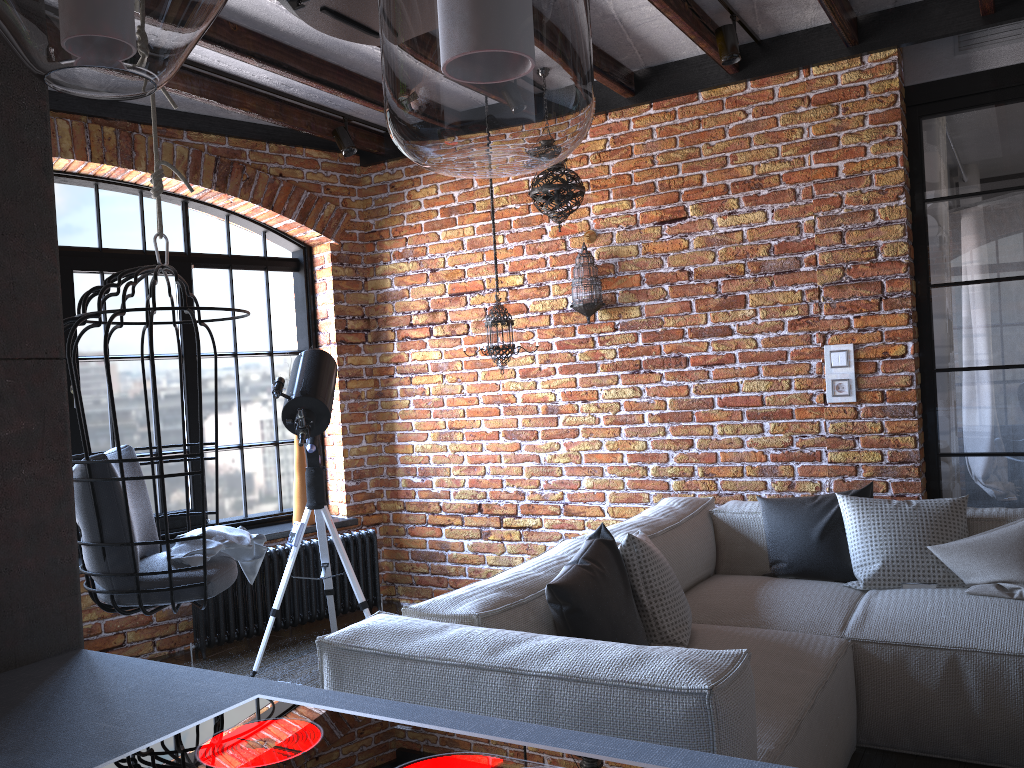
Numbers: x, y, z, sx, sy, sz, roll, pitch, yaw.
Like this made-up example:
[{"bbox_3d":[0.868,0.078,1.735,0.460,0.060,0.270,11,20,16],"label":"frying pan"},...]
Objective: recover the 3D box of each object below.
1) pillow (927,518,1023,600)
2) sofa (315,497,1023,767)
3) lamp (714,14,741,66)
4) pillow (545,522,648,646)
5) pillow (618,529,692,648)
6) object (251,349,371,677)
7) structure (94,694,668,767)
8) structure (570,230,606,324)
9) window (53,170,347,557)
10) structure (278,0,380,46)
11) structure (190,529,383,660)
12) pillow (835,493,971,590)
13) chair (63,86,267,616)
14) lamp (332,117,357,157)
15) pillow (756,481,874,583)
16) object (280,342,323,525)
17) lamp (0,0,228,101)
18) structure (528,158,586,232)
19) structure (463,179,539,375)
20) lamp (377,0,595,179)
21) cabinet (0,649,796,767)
[{"bbox_3d":[1.787,0.614,3.130,0.485,0.314,0.358,-4,0,-17],"label":"pillow"},{"bbox_3d":[1.532,0.833,2.447,3.301,0.697,2.535,-3,0,30],"label":"sofa"},{"bbox_3d":[0.898,-1.425,3.670,0.113,0.194,0.085,-3,1,1],"label":"lamp"},{"bbox_3d":[0.267,0.653,2.655,0.238,0.417,0.538,-3,0,20],"label":"pillow"},{"bbox_3d":[0.460,0.654,2.934,0.250,0.402,0.543,-3,0,13],"label":"pillow"},{"bbox_3d":[-0.968,0.565,4.090,0.570,1.471,0.616,-4,1,-33],"label":"object"},{"bbox_3d":[-0.150,0.433,0.821,0.763,0.057,0.504,-3,0,30],"label":"structure"},{"bbox_3d":[0.372,-0.543,4.465,0.169,0.482,0.169,-3,1,30],"label":"structure"},{"bbox_3d":[-2.274,-0.103,4.368,3.292,2.233,0.177,-4,1,-42],"label":"window"},{"bbox_3d":[-0.346,-1.304,2.162,0.464,0.816,0.409,-3,1,30],"label":"structure"},{"bbox_3d":[-1.156,1.076,4.663,1.115,0.476,0.106,-4,1,-42],"label":"structure"},{"bbox_3d":[1.503,0.601,3.375,0.495,0.354,0.293,-3,0,16],"label":"pillow"},{"bbox_3d":[-1.270,-0.296,3.091,0.682,2.220,0.802,-4,1,-14],"label":"chair"},{"bbox_3d":[-0.895,-1.315,4.731,0.134,0.208,0.093,-3,1,6],"label":"lamp"},{"bbox_3d":[1.238,0.601,3.593,0.510,0.400,0.263,-3,1,25],"label":"pillow"},{"bbox_3d":[-1.135,0.263,4.988,0.270,1.054,0.299,-4,1,-39],"label":"object"},{"bbox_3d":[-0.547,-0.755,1.130,0.367,0.747,0.367,-3,1,-6],"label":"lamp"},{"bbox_3d":[0.207,-1.114,4.230,0.265,0.779,0.273,-4,1,-20],"label":"structure"},{"bbox_3d":[-0.090,-0.763,4.501,0.338,1.437,0.389,-3,1,31],"label":"structure"},{"bbox_3d":[-0.046,-0.680,0.824,0.194,0.955,0.198,-4,1,-30],"label":"lamp"},{"bbox_3d":[0.395,0.815,0.526,2.961,0.844,0.607,-3,0,30],"label":"cabinet"}]
